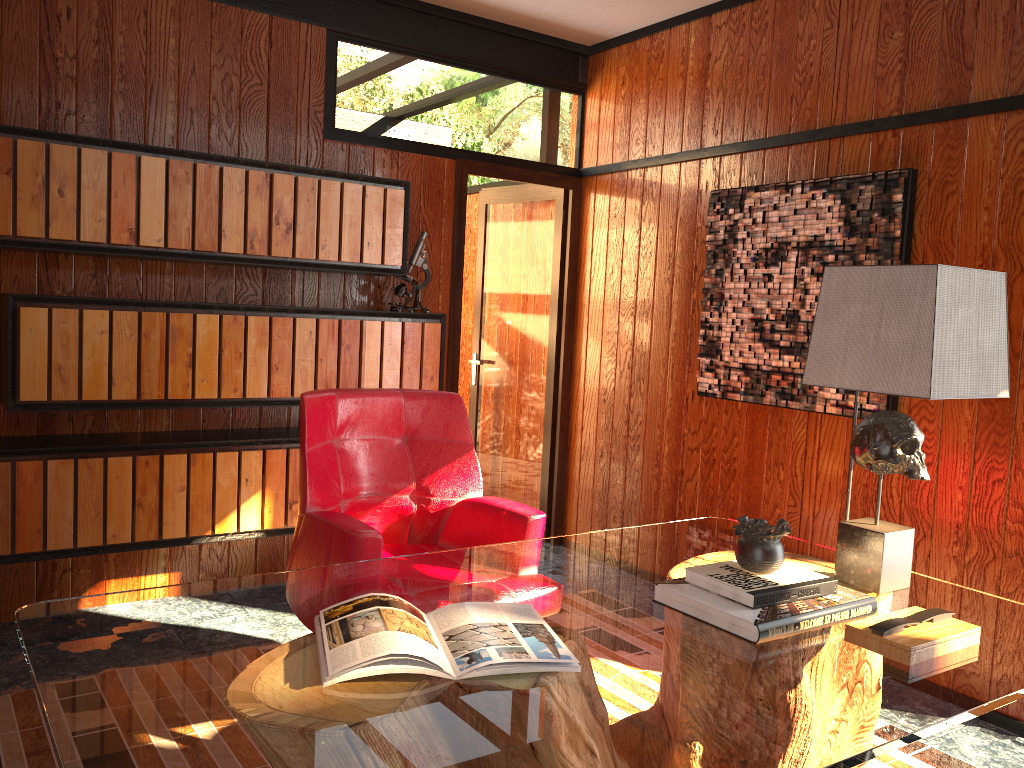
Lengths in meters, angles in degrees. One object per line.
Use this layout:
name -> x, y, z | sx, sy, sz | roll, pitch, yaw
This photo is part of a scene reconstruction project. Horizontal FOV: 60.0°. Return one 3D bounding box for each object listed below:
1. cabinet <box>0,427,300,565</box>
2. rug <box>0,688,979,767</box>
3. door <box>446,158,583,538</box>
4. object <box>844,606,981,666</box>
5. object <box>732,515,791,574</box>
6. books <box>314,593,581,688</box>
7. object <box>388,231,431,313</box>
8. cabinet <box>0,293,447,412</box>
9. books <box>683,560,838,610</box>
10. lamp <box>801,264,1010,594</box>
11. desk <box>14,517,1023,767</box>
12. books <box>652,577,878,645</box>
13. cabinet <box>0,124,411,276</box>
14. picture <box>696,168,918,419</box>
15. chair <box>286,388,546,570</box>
cabinet -> -1.245, 0.395, 3.429 | 1.653, 0.390, 0.321 | 0, 6, -34
rug -> 0.019, 1.036, 2.287 | 2.439, 0.042, 2.410 | 0, 6, -34
door -> -0.200, -0.114, 4.710 | 0.751, 1.955, 0.734 | 0, 6, -34
object -> 0.767, 0.470, 1.696 | 0.238, 0.049, 0.135 | 0, 6, -34
object -> 0.526, 0.342, 1.880 | 0.121, 0.114, 0.118 | -1, 6, -40
books -> -0.126, 0.436, 1.565 | 0.422, 0.049, 0.300 | 2, 5, -15
object -> -0.436, -0.488, 3.828 | 0.181, 0.354, 0.142 | 3, 5, 2
cabinet -> -1.055, -0.118, 3.500 | 1.653, 0.390, 0.321 | 0, 6, -34
books -> 0.522, 0.414, 1.868 | 0.249, 0.029, 0.198 | 0, 5, -32
lamp -> 0.884, 0.106, 2.021 | 0.316, 0.732, 0.316 | 0, 6, -34
desk -> 0.156, 0.777, 1.745 | 1.900, 0.632, 1.150 | 0, 6, -34
books -> 0.527, 0.450, 1.855 | 0.366, 0.040, 0.286 | 0, 6, -34
cabinet -> -1.193, -0.656, 3.344 | 1.653, 0.390, 0.321 | 0, 6, -34
picture -> 1.079, -0.341, 3.413 | 0.061, 0.873, 0.916 | 0, 6, -34
chair -> -0.327, 0.520, 2.656 | 0.621, 0.956, 0.839 | 0, 6, -34
